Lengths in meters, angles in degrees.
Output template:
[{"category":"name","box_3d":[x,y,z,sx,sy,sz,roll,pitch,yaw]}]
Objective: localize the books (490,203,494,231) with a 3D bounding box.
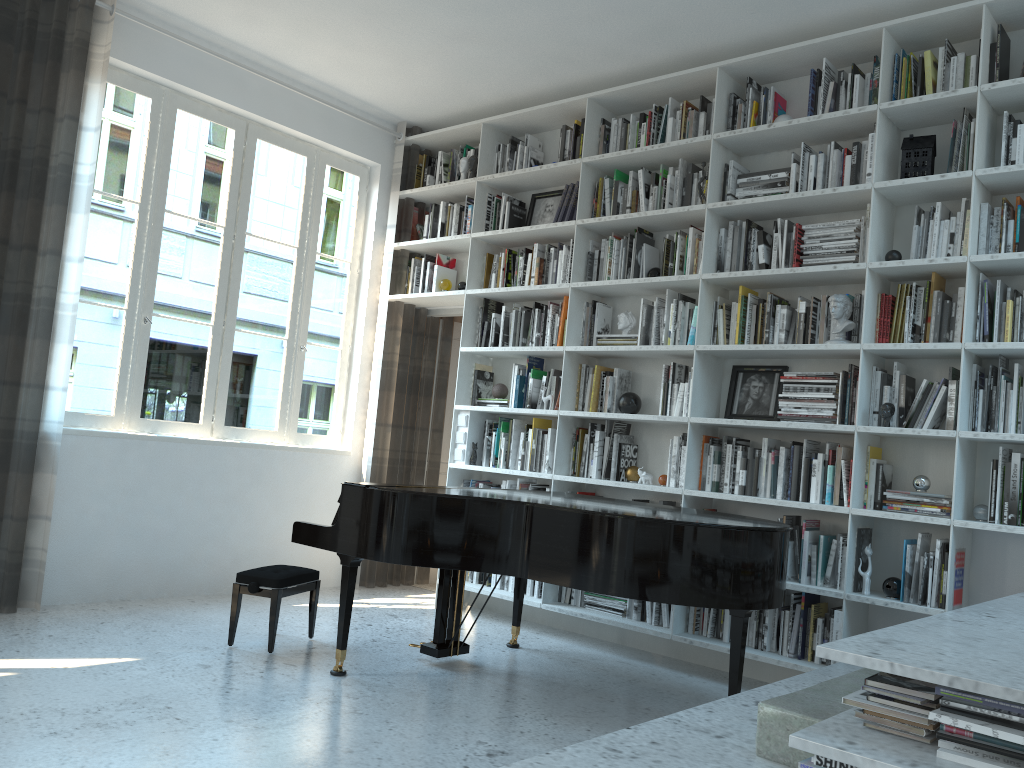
[{"category":"books","box_3d":[-0.076,-1.045,5.768,0.004,0.214,0.186,2,-5,41]}]

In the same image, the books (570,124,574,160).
[{"category":"books","box_3d":[0.418,-1.428,5.431,0.013,0.283,0.166,2,-5,41]}]

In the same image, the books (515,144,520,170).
[{"category":"books","box_3d":[0.086,-1.407,5.704,0.013,0.219,0.181,2,-5,41]}]

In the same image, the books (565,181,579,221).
[{"category":"books","box_3d":[0.409,-1.062,5.370,0.097,0.282,0.174,2,-5,41]}]

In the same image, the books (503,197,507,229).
[{"category":"books","box_3d":[0.011,-1.058,5.715,0.011,0.249,0.168,2,-5,41]}]

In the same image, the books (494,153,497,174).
[{"category":"books","box_3d":[-0.063,-1.402,5.841,0.017,0.204,0.142,2,-5,41]}]

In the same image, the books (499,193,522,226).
[{"category":"books","box_3d":[-0.010,-1.075,5.737,0.005,0.281,0.191,2,-5,41]}]

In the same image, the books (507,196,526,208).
[{"category":"books","box_3d":[0.019,-1.061,5.707,0.012,0.254,0.166,2,-5,41]}]

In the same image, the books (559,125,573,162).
[{"category":"books","box_3d":[0.365,-1.429,5.463,0.024,0.279,0.188,2,-5,41]}]

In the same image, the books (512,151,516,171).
[{"category":"books","box_3d":[0.063,-1.388,5.727,0.026,0.182,0.161,2,-5,41]}]

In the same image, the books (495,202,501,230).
[{"category":"books","box_3d":[-0.037,-1.045,5.743,0.018,0.218,0.186,2,-5,41]}]

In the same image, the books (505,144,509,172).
[{"category":"books","box_3d":[0.013,-1.420,5.778,0.016,0.243,0.156,2,-5,41]}]

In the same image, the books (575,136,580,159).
[{"category":"books","box_3d":[0.449,-1.382,5.388,0.027,0.190,0.177,2,-5,41]}]

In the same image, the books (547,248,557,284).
[{"category":"books","box_3d":[0.284,-0.690,5.444,0.029,0.260,0.158,2,-5,41]}]

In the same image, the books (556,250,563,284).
[{"category":"books","box_3d":[0.338,-0.675,5.369,0.030,0.230,0.172,2,-5,41]}]

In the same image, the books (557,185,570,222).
[{"category":"books","box_3d":[0.365,-1.059,5.434,0.110,0.279,0.174,2,-5,41]}]

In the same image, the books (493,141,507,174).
[{"category":"books","box_3d":[-0.063,-1.442,5.858,0.007,0.285,0.159,2,-5,41]}]

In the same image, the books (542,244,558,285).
[{"category":"books","box_3d":[0.253,-0.704,5.468,0.025,0.286,0.161,2,-5,41]}]

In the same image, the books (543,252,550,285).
[{"category":"books","box_3d":[0.258,-0.678,5.446,0.013,0.232,0.171,2,-5,41]}]

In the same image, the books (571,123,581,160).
[{"category":"books","box_3d":[0.426,-1.425,5.408,0.011,0.274,0.184,2,-5,41]}]

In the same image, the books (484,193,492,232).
[{"category":"books","box_3d":[-0.110,-1.084,5.817,0.005,0.292,0.184,2,-5,41]}]

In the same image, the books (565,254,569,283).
[{"category":"books","box_3d":[0.379,-0.661,5.348,0.013,0.206,0.172,2,-5,41]}]

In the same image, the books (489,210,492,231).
[{"category":"books","box_3d":[-0.086,-1.037,5.808,0.015,0.206,0.172,2,-5,41]}]

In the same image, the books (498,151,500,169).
[{"category":"books","box_3d":[-0.036,-1.404,5.825,0.032,0.210,0.158,2,-5,41]}]

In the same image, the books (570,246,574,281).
[{"category":"books","box_3d":[0.418,-0.702,5.310,0.022,0.289,0.169,2,-5,41]}]

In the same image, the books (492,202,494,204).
[{"category":"books","box_3d":[-0.073,-1.051,5.781,0.009,0.228,0.184,2,-5,41]}]

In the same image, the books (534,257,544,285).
[{"category":"books","box_3d":[0.211,-0.662,5.463,0.029,0.195,0.192,2,-5,41]}]

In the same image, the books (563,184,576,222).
[{"category":"books","box_3d":[0.399,-1.058,5.404,0.110,0.279,0.174,2,-5,41]}]

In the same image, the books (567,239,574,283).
[{"category":"books","box_3d":[0.397,-0.704,5.312,0.012,0.290,0.182,2,-5,41]}]

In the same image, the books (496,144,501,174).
[{"category":"books","box_3d":[-0.048,-1.429,5.840,0.007,0.258,0.156,2,-5,41]}]

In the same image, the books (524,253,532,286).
[{"category":"books","box_3d":[0.150,-0.683,5.552,0.047,0.238,0.162,2,-5,41]}]

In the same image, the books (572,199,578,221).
[{"category":"books","box_3d":[0.447,-1.062,5.363,0.078,0.285,0.174,2,-5,41]}]

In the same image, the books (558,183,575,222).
[{"category":"books","box_3d":[0.370,-1.061,5.406,0.110,0.279,0.174,2,-5,41]}]

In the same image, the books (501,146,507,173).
[{"category":"books","box_3d":[-0.002,-1.412,5.783,0.013,0.225,0.177,2,-5,41]}]

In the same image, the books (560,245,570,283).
[{"category":"books","box_3d":[0.359,-0.691,5.352,0.022,0.263,0.174,2,-5,41]}]

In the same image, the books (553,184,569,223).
[{"category":"books","box_3d":[0.342,-1.061,5.442,0.110,0.279,0.174,2,-5,41]}]

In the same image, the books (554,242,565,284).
[{"category":"books","box_3d":[0.328,-0.700,5.388,0.012,0.280,0.188,2,-5,41]}]

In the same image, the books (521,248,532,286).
[{"category":"books","box_3d":[0.126,-0.701,5.570,0.014,0.272,0.180,2,-5,41]}]

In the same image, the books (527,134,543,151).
[{"category":"books","box_3d":[0.137,-1.439,5.698,0.015,0.293,0.131,2,-5,41]}]

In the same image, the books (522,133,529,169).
[{"category":"books","box_3d":[0.122,-1.445,5.696,0.007,0.301,0.145,2,-5,41]}]

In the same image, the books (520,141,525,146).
[{"category":"books","box_3d":[0.084,-1.422,5.721,0.013,0.252,0.129,2,-5,41]}]

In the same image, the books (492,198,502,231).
[{"category":"books","box_3d":[-0.056,-1.060,5.755,0.004,0.246,0.189,2,-5,41]}]

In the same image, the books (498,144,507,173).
[{"category":"books","box_3d":[-0.022,-1.424,5.805,0.012,0.249,0.180,2,-5,41]}]

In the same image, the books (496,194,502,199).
[{"category":"books","box_3d":[-0.065,-1.079,5.799,0.006,0.288,0.144,2,-5,41]}]

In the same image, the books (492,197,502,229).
[{"category":"books","box_3d":[-0.060,-1.066,5.776,0.009,0.260,0.184,2,-5,41]}]

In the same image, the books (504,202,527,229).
[{"category":"books","box_3d":[0.021,-1.041,5.691,0.012,0.214,0.185,2,-5,41]}]

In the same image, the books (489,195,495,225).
[{"category":"books","box_3d":[-0.093,-1.079,5.815,0.006,0.287,0.148,2,-5,41]}]

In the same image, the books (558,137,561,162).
[{"category":"books","box_3d":[0.346,-1.398,5.482,0.028,0.218,0.153,2,-5,41]}]

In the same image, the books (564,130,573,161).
[{"category":"books","box_3d":[0.383,-1.413,5.444,0.028,0.249,0.155,2,-5,41]}]

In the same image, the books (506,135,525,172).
[{"category":"books","box_3d":[0.040,-1.439,5.730,0.015,0.279,0.190,2,-5,41]}]

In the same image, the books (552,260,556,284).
[{"category":"books","box_3d":[0.298,-0.652,5.424,0.022,0.186,0.136,2,-5,41]}]

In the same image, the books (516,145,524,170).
[{"category":"books","box_3d":[0.094,-1.404,5.688,0.021,0.213,0.173,2,-5,41]}]

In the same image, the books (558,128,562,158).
[{"category":"books","box_3d":[0.341,-1.427,5.507,0.013,0.277,0.151,2,-5,41]}]

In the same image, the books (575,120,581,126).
[{"category":"books","box_3d":[0.419,-1.445,5.452,0.014,0.320,0.137,2,-5,41]}]

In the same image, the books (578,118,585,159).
[{"category":"books","box_3d":[0.466,-1.435,5.367,0.025,0.297,0.163,2,-5,41]}]

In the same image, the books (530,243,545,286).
[{"category":"books","box_3d":[0.195,-0.707,5.488,0.030,0.285,0.185,2,-5,41]}]

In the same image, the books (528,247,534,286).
[{"category":"books","box_3d":[0.178,-0.700,5.509,0.023,0.271,0.187,2,-5,41]}]

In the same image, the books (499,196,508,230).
[{"category":"books","box_3d":[-0.007,-1.064,5.720,0.023,0.258,0.183,2,-5,41]}]
